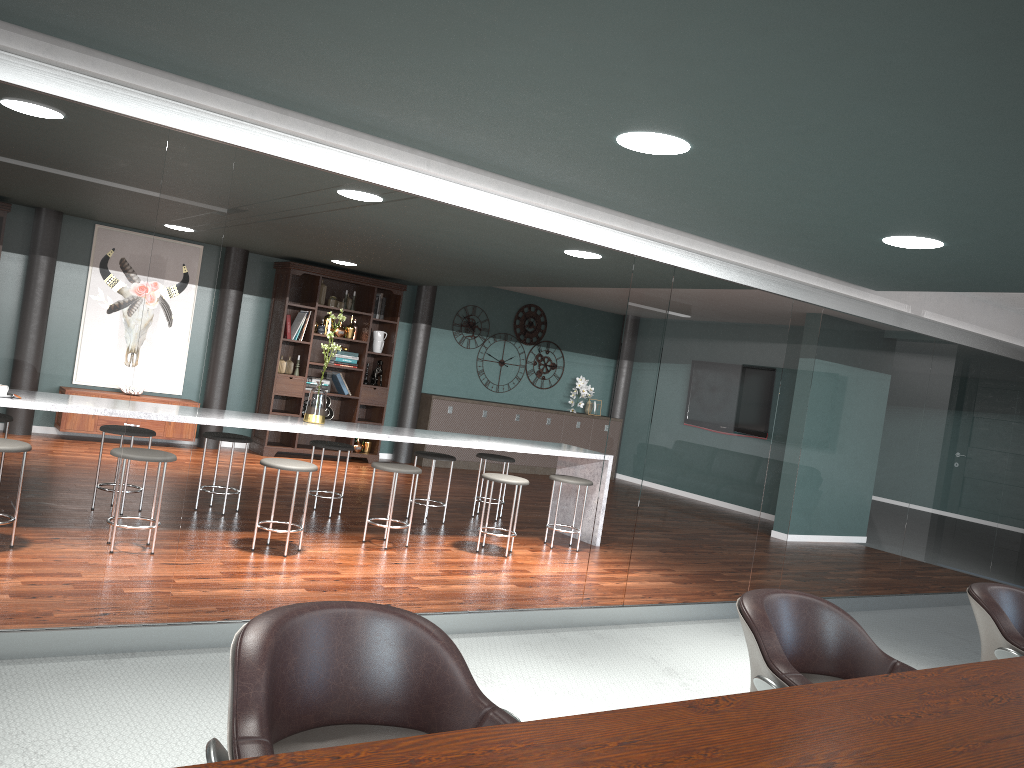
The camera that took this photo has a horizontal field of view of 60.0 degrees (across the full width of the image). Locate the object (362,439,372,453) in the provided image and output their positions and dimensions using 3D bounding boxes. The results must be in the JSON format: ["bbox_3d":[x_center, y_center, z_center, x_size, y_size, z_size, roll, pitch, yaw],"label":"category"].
[{"bbox_3d":[-1.591,0.629,9.766,0.108,0.256,0.108,9,1,-1],"label":"object"}]

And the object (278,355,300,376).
[{"bbox_3d":[-2.340,-0.216,9.200,0.250,0.221,0.186,8,1,-37],"label":"object"}]

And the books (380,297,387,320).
[{"bbox_3d":[-1.458,-0.831,9.750,0.042,0.248,0.194,8,1,-35],"label":"books"}]

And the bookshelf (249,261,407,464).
[{"bbox_3d":[-1.966,-0.199,9.494,1.339,1.984,0.482,8,1,-35],"label":"bookshelf"}]

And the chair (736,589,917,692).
[{"bbox_3d":[0.731,0.916,2.059,0.535,0.761,0.518,8,1,-29],"label":"chair"}]

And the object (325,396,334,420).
[{"bbox_3d":[-2.027,0.252,9.542,0.233,0.268,0.051,8,1,-35],"label":"object"}]

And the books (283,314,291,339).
[{"bbox_3d":[-2.340,-0.594,9.160,0.084,0.252,0.194,8,1,-35],"label":"books"}]

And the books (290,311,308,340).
[{"bbox_3d":[-2.224,-0.611,9.238,0.090,0.316,0.197,8,1,-35],"label":"books"}]

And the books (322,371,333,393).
[{"bbox_3d":[-1.998,-0.024,9.533,0.063,0.214,0.139,8,1,-35],"label":"books"}]

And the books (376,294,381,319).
[{"bbox_3d":[-1.504,-0.849,9.716,0.016,0.268,0.205,8,1,-35],"label":"books"}]

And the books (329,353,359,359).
[{"bbox_3d":[-1.819,-0.303,9.564,0.268,0.016,0.205,8,1,-35],"label":"books"}]

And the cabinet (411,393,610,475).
[{"bbox_3d":[-3.653,0.148,8.446,12.287,0.820,0.402,8,1,-35],"label":"cabinet"}]

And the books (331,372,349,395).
[{"bbox_3d":[-1.863,-0.007,9.548,0.176,0.227,0.194,8,1,-35],"label":"books"}]

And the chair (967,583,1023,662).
[{"bbox_3d":[1.602,1.041,2.674,0.523,0.761,0.533,9,1,36],"label":"chair"}]

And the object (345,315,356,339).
[{"bbox_3d":[-1.731,-0.611,9.521,0.108,0.256,0.108,9,1,-1],"label":"object"}]

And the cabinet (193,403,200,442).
[{"bbox_3d":[-3.662,0.293,8.481,1.200,0.379,0.368,8,1,-35],"label":"cabinet"}]

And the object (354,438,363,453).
[{"bbox_3d":[-1.680,0.658,9.648,0.144,0.175,0.073,8,1,-34],"label":"object"}]

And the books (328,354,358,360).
[{"bbox_3d":[-1.822,-0.288,9.571,0.268,0.016,0.205,8,1,-35],"label":"books"}]

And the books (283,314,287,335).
[{"bbox_3d":[-2.391,-0.599,9.124,0.042,0.248,0.194,8,1,-35],"label":"books"}]

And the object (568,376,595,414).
[{"bbox_3d":[0.924,0.141,11.629,0.221,0.495,0.600,9,1,29],"label":"object"}]

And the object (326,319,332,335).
[{"bbox_3d":[-1.920,-0.604,9.326,0.040,0.191,0.040,8,1,-26],"label":"object"}]

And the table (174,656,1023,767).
[{"bbox_3d":[0.835,0.972,1.071,6.694,0.706,1.374,8,1,-35],"label":"table"}]

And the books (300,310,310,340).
[{"bbox_3d":[-2.198,-0.610,9.252,0.062,0.322,0.197,8,1,-35],"label":"books"}]

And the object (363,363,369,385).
[{"bbox_3d":[-1.590,-0.110,9.706,0.077,0.228,0.077,9,1,38],"label":"object"}]

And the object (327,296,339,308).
[{"bbox_3d":[-1.902,-0.873,9.418,0.096,0.126,0.106,9,1,15],"label":"object"}]

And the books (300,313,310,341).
[{"bbox_3d":[-2.195,-0.603,9.257,0.063,0.309,0.210,8,1,-35],"label":"books"}]

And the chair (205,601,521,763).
[{"bbox_3d":[-0.239,0.778,1.364,0.535,0.761,0.518,8,1,-29],"label":"chair"}]

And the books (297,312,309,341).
[{"bbox_3d":[-2.208,-0.605,9.250,0.063,0.309,0.210,8,1,-35],"label":"books"}]

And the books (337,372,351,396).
[{"bbox_3d":[-1.835,-0.005,9.568,0.166,0.228,0.205,8,1,-35],"label":"books"}]

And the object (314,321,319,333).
[{"bbox_3d":[-2.093,-0.621,9.352,0.105,0.172,0.105,8,1,-39],"label":"object"}]

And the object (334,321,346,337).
[{"bbox_3d":[-1.821,-0.582,9.403,0.144,0.175,0.073,8,1,-34],"label":"object"}]

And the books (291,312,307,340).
[{"bbox_3d":[-2.248,-0.605,9.228,0.115,0.296,0.210,8,1,-35],"label":"books"}]

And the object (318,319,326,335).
[{"bbox_3d":[-1.995,-0.600,9.310,0.079,0.161,0.080,9,1,-9],"label":"object"}]

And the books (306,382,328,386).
[{"bbox_3d":[-2.107,-0.010,9.373,0.268,0.016,0.205,8,1,-35],"label":"books"}]

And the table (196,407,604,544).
[{"bbox_3d":[-1.302,0.598,5.678,4.577,0.699,0.609,8,1,-35],"label":"table"}]

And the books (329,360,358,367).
[{"bbox_3d":[-1.830,-0.224,9.574,0.286,0.027,0.184,8,1,-35],"label":"books"}]

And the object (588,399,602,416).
[{"bbox_3d":[1.091,0.308,11.672,0.174,0.207,0.042,8,1,-16],"label":"object"}]

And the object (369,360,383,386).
[{"bbox_3d":[-1.499,-0.129,9.785,0.116,0.286,0.215,8,1,-40],"label":"object"}]

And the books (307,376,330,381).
[{"bbox_3d":[-2.088,-0.066,9.379,0.268,0.016,0.205,8,1,-35],"label":"books"}]

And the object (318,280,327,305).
[{"bbox_3d":[-2.017,-0.964,9.361,0.104,0.273,0.104,9,1,1],"label":"object"}]

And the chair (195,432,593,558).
[{"bbox_3d":[-1.326,0.689,5.745,4.029,0.512,1.479,8,1,-36],"label":"chair"}]

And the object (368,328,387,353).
[{"bbox_3d":[-1.519,-0.482,9.786,0.268,0.262,0.137,9,1,4],"label":"object"}]

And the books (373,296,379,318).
[{"bbox_3d":[-1.530,-0.841,9.699,0.042,0.248,0.194,8,1,-35],"label":"books"}]

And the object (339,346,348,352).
[{"bbox_3d":[-1.823,-0.380,9.553,0.104,0.052,0.100,8,1,-31],"label":"object"}]

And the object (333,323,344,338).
[{"bbox_3d":[-1.859,-0.586,9.526,0.099,0.169,0.099,9,1,29],"label":"object"}]

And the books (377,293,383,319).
[{"bbox_3d":[-1.484,-0.855,9.730,0.027,0.286,0.184,8,1,-35],"label":"books"}]

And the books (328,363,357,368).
[{"bbox_3d":[-1.835,-0.202,9.572,0.268,0.016,0.205,8,1,-35],"label":"books"}]

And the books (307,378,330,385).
[{"bbox_3d":[-2.083,-0.036,9.386,0.248,0.042,0.194,8,1,-35],"label":"books"}]

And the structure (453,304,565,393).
[{"bbox_3d":[-0.007,-0.462,11.162,1.791,1.178,0.017,8,1,-35],"label":"structure"}]

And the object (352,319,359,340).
[{"bbox_3d":[-1.719,-0.593,9.646,0.092,0.222,0.092,9,1,-1],"label":"object"}]

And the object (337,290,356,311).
[{"bbox_3d":[-1.788,-0.905,9.508,0.196,0.221,0.184,8,1,-35],"label":"object"}]

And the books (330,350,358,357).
[{"bbox_3d":[-1.813,-0.332,9.572,0.248,0.042,0.194,8,1,-35],"label":"books"}]

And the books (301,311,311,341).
[{"bbox_3d":[-2.185,-0.608,9.260,0.062,0.322,0.197,8,1,-35],"label":"books"}]

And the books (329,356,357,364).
[{"bbox_3d":[-1.826,-0.259,9.571,0.248,0.042,0.194,8,1,-35],"label":"books"}]

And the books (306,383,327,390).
[{"bbox_3d":[-2.111,0.019,9.373,0.248,0.042,0.194,8,1,-35],"label":"books"}]

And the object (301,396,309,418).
[{"bbox_3d":[-2.140,0.252,9.320,0.224,0.238,0.159,8,1,-35],"label":"object"}]

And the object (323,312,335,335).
[{"bbox_3d":[-1.952,-0.640,9.428,0.114,0.251,0.114,9,1,-9],"label":"object"}]

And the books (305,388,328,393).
[{"bbox_3d":[-2.114,0.055,9.376,0.286,0.027,0.184,8,1,-35],"label":"books"}]

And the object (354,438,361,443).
[{"bbox_3d":[-1.718,0.654,9.771,0.099,0.169,0.099,9,1,29],"label":"object"}]
